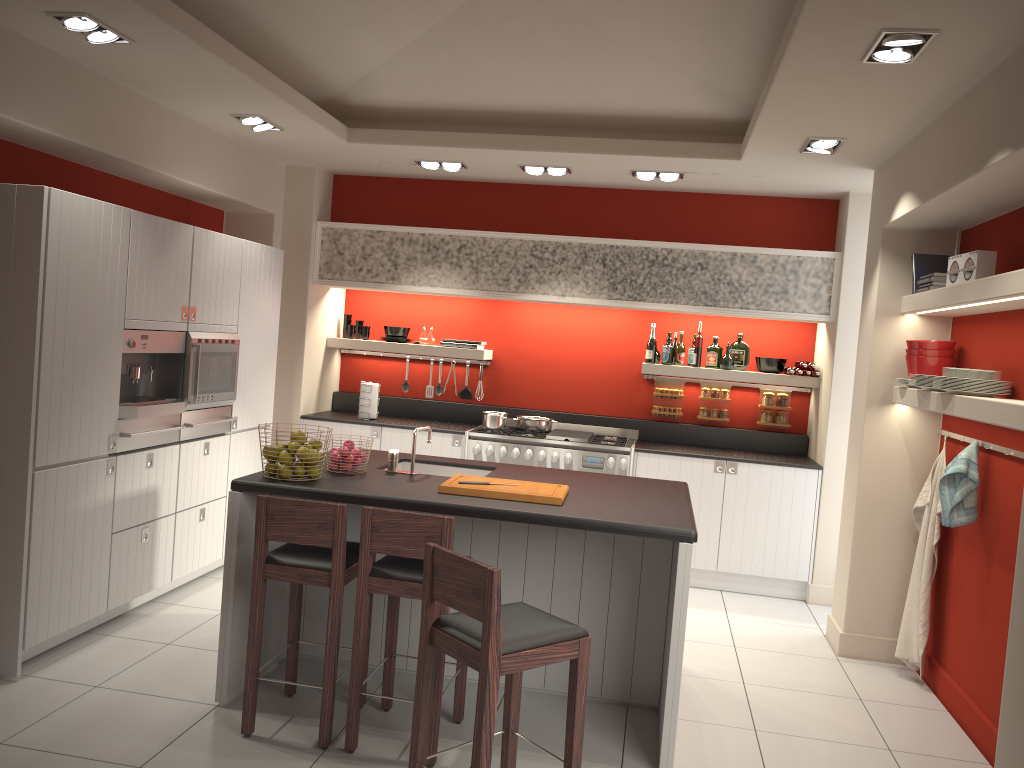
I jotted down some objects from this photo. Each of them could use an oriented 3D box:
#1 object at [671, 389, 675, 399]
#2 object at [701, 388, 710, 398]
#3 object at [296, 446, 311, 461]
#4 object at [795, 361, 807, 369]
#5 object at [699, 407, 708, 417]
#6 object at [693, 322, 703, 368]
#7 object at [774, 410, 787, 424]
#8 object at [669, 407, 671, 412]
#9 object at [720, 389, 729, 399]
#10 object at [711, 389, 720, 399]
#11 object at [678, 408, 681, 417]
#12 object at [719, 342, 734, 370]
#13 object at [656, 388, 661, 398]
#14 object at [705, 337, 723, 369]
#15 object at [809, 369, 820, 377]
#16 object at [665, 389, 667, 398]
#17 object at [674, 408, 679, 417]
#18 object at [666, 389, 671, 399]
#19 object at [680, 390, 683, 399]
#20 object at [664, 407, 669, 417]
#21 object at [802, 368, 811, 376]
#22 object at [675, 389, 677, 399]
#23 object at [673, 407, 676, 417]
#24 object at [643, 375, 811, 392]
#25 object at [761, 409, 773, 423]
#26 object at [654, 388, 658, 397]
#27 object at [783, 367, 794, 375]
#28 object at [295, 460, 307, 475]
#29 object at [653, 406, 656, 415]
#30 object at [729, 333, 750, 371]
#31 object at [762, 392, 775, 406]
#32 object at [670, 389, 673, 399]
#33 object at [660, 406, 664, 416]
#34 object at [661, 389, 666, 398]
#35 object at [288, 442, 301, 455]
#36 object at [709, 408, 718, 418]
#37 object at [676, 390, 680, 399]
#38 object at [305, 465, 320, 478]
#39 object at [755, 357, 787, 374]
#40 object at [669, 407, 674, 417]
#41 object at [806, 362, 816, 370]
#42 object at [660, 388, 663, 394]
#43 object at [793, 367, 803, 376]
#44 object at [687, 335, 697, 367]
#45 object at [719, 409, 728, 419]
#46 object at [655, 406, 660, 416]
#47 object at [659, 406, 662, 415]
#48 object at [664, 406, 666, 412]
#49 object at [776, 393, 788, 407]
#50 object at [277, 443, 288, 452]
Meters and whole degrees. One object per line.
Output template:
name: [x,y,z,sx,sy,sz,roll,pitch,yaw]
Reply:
object: [1.329,0.083,7.311,0.034,0.078,0.034,6,3,30]
object: [1.591,0.075,7.290,0.068,0.088,0.068,6,3,30]
object: [-0.955,0.320,4.064,0.067,0.068,0.067,3,3,-28]
object: [2.297,-0.149,7.026,0.062,0.062,0.366,5,3,9]
object: [1.578,0.235,7.297,0.068,0.088,0.068,6,3,30]
object: [1.502,-0.317,7.159,0.062,0.366,0.210,5,3,9]
object: [2.178,0.271,7.193,0.093,0.120,0.094,6,3,30]
object: [1.308,0.228,7.359,0.034,0.078,0.034,6,3,30]
object: [1.744,0.088,7.265,0.068,0.088,0.068,6,3,30]
object: [1.667,0.082,7.278,0.068,0.088,0.068,6,3,30]
object: [1.385,0.235,7.346,0.034,0.078,0.034,6,3,30]
object: [1.712,-0.226,7.048,0.113,0.226,0.113,6,3,21]
object: [1.214,0.073,7.331,0.034,0.078,0.034,6,3,30]
object: [1.641,-0.254,7.187,0.112,0.260,0.071,7,3,38]
object: [2.382,-0.086,6.992,0.061,0.061,0.366,5,3,9]
object: [1.280,0.077,7.359,0.034,0.078,0.034,6,3,30]
object: [1.356,0.234,7.311,0.034,0.078,0.034,6,3,30]
object: [1.291,0.080,7.318,0.034,0.078,0.034,6,3,30]
object: [1.396,0.088,7.339,0.034,0.078,0.034,6,3,30]
object: [1.279,0.228,7.324,0.034,0.078,0.034,6,3,30]
object: [2.324,-0.092,7.022,0.061,0.061,0.366,5,3,9]
object: [1.358,0.084,7.346,0.034,0.078,0.034,6,3,30]
object: [1.346,0.232,7.352,0.034,0.078,0.034,6,3,30]
object: [1.765,-0.006,7.336,1.355,0.034,0.048,5,3,9]
object: [2.073,0.262,7.210,0.093,0.120,0.094,6,3,30]
object: [1.203,0.070,7.372,0.034,0.078,0.034,6,3,30]
object: [2.197,-0.102,7.021,0.062,0.062,0.366,5,3,9]
object: [-0.980,0.388,4.182,0.084,0.079,0.086,3,3,-36]
object: [1.191,0.218,7.378,0.034,0.078,0.034,6,3,30]
object: [1.834,-0.259,7.164,0.186,0.303,0.057,7,3,39]
object: [2.084,0.126,7.205,0.093,0.120,0.094,6,3,30]
object: [1.320,0.081,7.352,0.034,0.078,0.034,6,3,30]
object: [1.240,0.224,7.331,0.034,0.078,0.034,6,3,30]
object: [1.252,0.077,7.324,0.034,0.078,0.034,6,3,30]
object: [-1.005,0.297,4.096,0.057,0.061,0.062,6,3,24]
object: [1.655,0.241,7.284,0.068,0.088,0.068,6,3,30]
object: [1.367,0.087,7.305,0.034,0.078,0.034,6,3,30]
object: [-0.926,0.403,4.116,0.068,0.068,0.068,6,3,21]
object: [2.080,-0.149,7.135,0.251,0.121,0.251,4,3,-9]
object: [1.317,0.231,7.318,0.034,0.078,0.034,6,3,30]
object: [2.355,-0.143,6.994,0.062,0.062,0.366,5,3,9]
object: [1.241,0.074,7.365,0.034,0.078,0.034,6,3,30]
object: [2.258,-0.097,7.011,0.062,0.062,0.366,5,3,9]
object: [1.493,-0.271,7.257,0.094,0.263,0.094,3,3,-24]
object: [1.731,0.248,7.272,0.068,0.088,0.068,6,3,30]
object: [1.202,0.221,7.337,0.034,0.078,0.034,6,3,30]
object: [1.230,0.221,7.372,0.034,0.078,0.034,6,3,30]
object: [1.268,0.225,7.365,0.034,0.078,0.034,6,3,30]
object: [2.189,0.135,7.187,0.093,0.120,0.094,6,3,30]
object: [-1.071,0.307,4.142,0.057,0.061,0.062,6,3,24]
